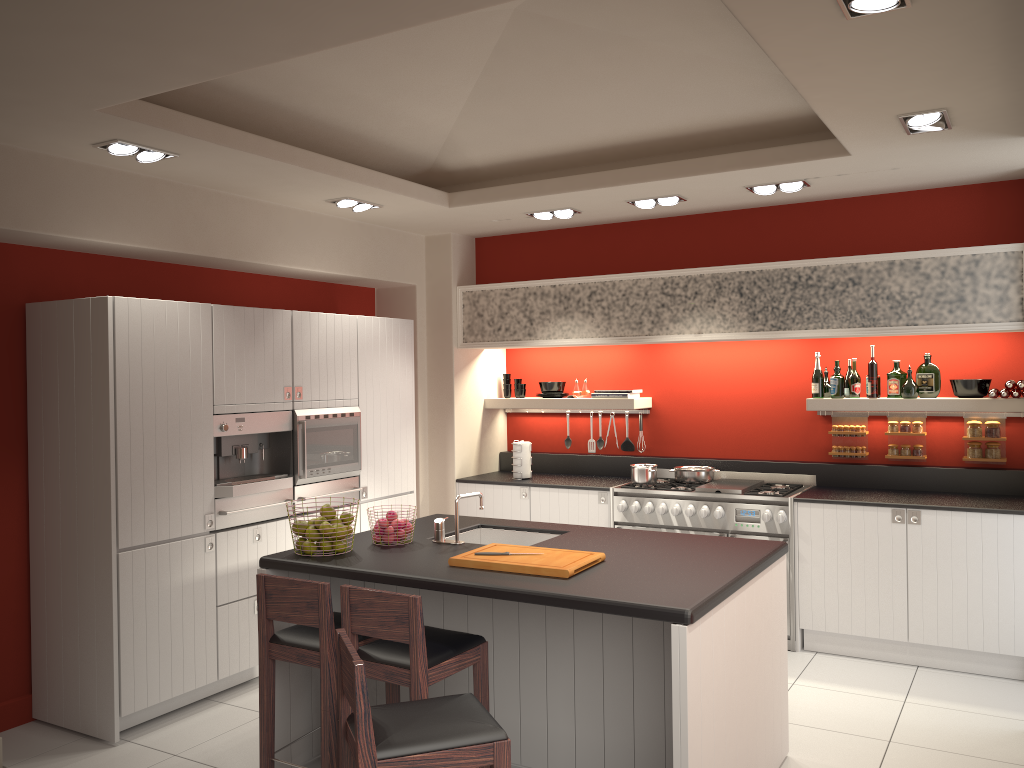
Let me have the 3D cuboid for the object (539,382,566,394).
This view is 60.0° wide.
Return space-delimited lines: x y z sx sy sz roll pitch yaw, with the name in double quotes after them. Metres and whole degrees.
0.340 0.037 7.462 0.232 0.108 0.232 -1 0 -18 "object"

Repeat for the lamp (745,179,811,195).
1.659 -1.250 5.537 0.361 0.103 0.199 -1 1 30 "lamp"

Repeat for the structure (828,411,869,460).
2.405 0.370 6.337 0.256 0.347 0.130 -1 0 30 "structure"

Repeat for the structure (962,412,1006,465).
3.145 0.363 5.904 0.256 0.347 0.130 -1 0 30 "structure"

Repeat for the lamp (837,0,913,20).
1.097 -1.219 2.716 0.199 0.085 0.361 -1 1 30 "lamp"

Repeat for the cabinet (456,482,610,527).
0.315 1.280 7.121 1.361 0.993 0.687 -1 0 30 "cabinet"

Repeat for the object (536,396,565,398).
0.341 0.110 7.462 0.280 0.016 0.280 -1 1 29 "object"

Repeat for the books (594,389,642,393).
0.855 0.058 7.125 0.332 0.026 0.207 -1 1 31 "books"

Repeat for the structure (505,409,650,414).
0.535 0.230 7.511 1.355 0.034 0.054 -1 1 30 "structure"

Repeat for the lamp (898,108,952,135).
1.939 -1.242 4.155 0.199 0.090 0.361 -1 1 30 "lamp"

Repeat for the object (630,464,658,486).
0.973 0.672 6.542 0.201 0.148 0.201 -1 0 23 "object"

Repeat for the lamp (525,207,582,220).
0.294 -1.235 6.335 0.361 0.109 0.199 -1 1 30 "lamp"

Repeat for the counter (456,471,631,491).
0.310 0.770 7.117 1.360 0.026 0.699 -1 1 30 "counter"

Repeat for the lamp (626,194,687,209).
0.968 -1.243 5.941 0.361 0.104 0.199 -1 1 30 "lamp"

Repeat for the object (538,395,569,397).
0.341 0.105 7.462 0.280 0.016 0.280 -1 1 29 "object"

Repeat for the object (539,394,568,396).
0.341 0.099 7.462 0.280 0.016 0.280 -1 1 29 "object"

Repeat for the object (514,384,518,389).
0.053 0.038 7.661 0.070 0.076 0.070 -1 0 2 "object"

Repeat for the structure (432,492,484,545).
-0.269 0.662 4.381 0.183 0.249 0.224 -1 0 31 "structure"

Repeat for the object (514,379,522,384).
0.053 -0.006 7.661 0.070 0.076 0.070 -1 0 2 "object"

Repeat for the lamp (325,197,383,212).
-1.046 -1.203 5.901 0.199 0.084 0.361 -1 1 30 "lamp"

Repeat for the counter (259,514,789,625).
0.080 0.793 4.137 2.054 0.050 1.415 -1 1 30 "counter"

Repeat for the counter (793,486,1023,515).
2.607 0.748 5.773 1.360 0.026 0.699 -1 1 30 "counter"

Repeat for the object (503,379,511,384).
-0.043 -0.006 7.717 0.070 0.076 0.070 -1 0 2 "object"

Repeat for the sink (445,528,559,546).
-0.063 0.917 4.505 0.567 0.258 0.516 -1 1 30 "sink"

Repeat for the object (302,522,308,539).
-0.967 0.692 4.190 0.076 0.077 0.076 -1 0 -5 "object"

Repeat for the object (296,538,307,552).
-0.971 0.746 4.125 0.068 0.068 0.068 -1 0 41 "object"

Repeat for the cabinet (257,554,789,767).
0.082 1.325 4.142 2.034 1.011 1.423 -1 0 30 "cabinet"

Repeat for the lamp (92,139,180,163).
-1.888 -1.188 4.462 0.199 0.103 0.361 -1 1 30 "lamp"

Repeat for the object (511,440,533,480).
0.077 0.609 7.130 0.168 0.304 0.163 -1 0 -31 "object"

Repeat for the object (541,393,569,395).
0.341 0.089 7.462 0.280 0.016 0.280 -1 1 29 "object"

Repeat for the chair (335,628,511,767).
-0.280 1.298 2.784 0.474 1.008 0.383 -1 0 -19 "chair"

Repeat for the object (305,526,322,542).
-0.918 0.692 4.103 0.076 0.077 0.076 -1 0 -5 "object"

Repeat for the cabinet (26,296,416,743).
-1.666 0.666 5.734 0.716 2.250 2.557 -1 0 30 "cabinet"

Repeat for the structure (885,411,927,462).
2.731 0.367 6.147 0.256 0.347 0.130 -1 0 30 "structure"

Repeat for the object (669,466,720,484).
1.374 0.683 6.682 0.309 0.105 0.309 -1 1 -32 "object"

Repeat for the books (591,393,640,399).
0.830 0.093 7.115 0.331 0.042 0.207 0 1 35 "books"

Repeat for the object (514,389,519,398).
0.054 0.081 7.661 0.070 0.076 0.070 -1 0 2 "object"

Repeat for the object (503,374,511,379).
-0.044 -0.049 7.717 0.070 0.076 0.070 -1 0 2 "object"

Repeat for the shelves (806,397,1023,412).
2.752 0.137 6.027 1.379 0.083 0.376 -1 1 30 "shelves"

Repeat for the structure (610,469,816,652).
1.440 1.213 6.409 1.322 1.085 0.778 -1 0 30 "structure"

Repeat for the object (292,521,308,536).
-0.984 0.672 4.125 0.077 0.068 0.076 -1 0 24 "object"

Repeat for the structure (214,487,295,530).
-1.528 0.736 5.288 0.129 0.177 0.617 -1 1 30 "structure"

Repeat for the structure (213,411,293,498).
-1.668 0.408 5.366 0.453 0.470 0.623 -1 0 30 "structure"

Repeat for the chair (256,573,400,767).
-0.779 1.296 3.820 0.383 1.008 0.474 -1 0 30 "chair"

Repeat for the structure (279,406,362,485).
-1.286 0.395 5.868 0.332 0.473 0.610 -1 0 30 "structure"

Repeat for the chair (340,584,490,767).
-0.380 1.292 3.587 0.383 1.008 0.474 -1 0 32 "chair"

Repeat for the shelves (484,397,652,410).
0.446 0.159 7.376 1.379 0.083 0.376 -1 1 30 "shelves"

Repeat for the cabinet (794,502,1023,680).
2.617 1.258 5.775 1.361 0.993 0.687 -1 0 30 "cabinet"

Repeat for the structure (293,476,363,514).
-1.210 0.727 5.832 0.129 0.177 0.617 -1 1 30 "structure"
